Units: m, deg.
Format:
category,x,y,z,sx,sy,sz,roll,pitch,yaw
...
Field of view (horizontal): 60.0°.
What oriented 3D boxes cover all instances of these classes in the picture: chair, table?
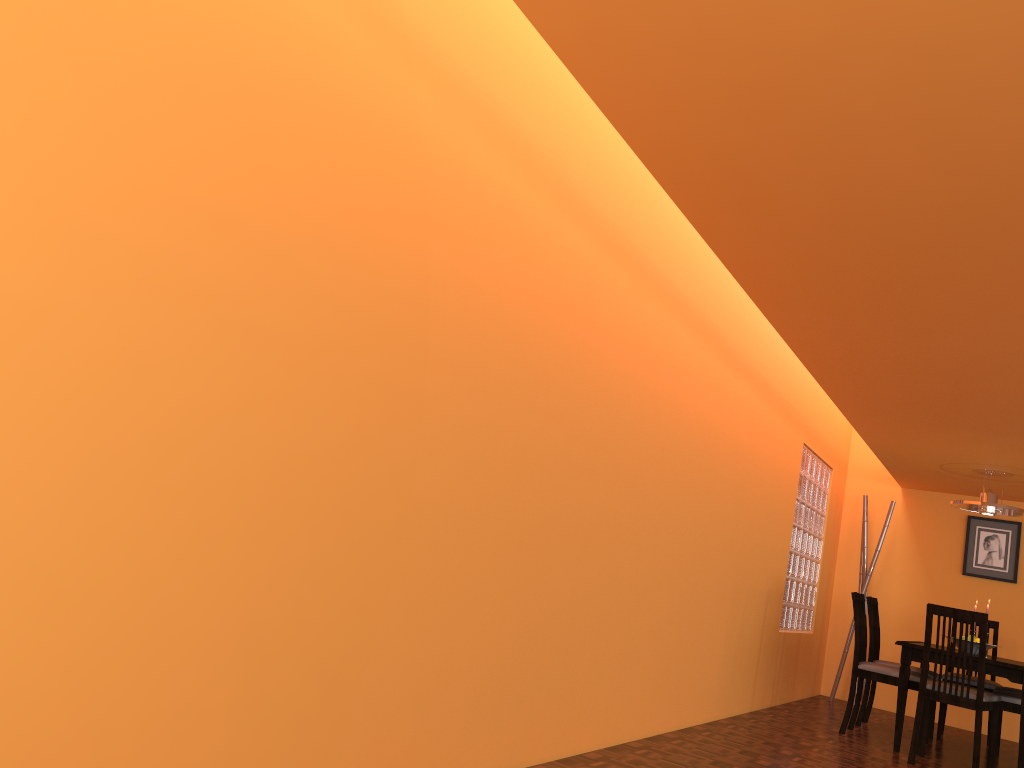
category,x,y,z,sx,sy,sz,roll,pitch,yaw
chair,3.014,1.939,5.810,0.373,0.809,0.465,6,-11,26
chair,3.116,1.856,5.245,0.465,0.809,0.373,5,-12,31
chair,2.296,1.579,4.587,0.373,0.809,0.465,3,-13,36
chair,2.462,1.802,5.641,0.465,0.809,0.373,5,-12,31
table,2.651,1.867,5.160,0.697,0.584,1.259,5,-12,31
chair,2.836,1.714,4.761,0.465,0.809,0.373,5,-12,31
chair,2.182,1.660,5.157,0.465,0.809,0.373,5,-12,31

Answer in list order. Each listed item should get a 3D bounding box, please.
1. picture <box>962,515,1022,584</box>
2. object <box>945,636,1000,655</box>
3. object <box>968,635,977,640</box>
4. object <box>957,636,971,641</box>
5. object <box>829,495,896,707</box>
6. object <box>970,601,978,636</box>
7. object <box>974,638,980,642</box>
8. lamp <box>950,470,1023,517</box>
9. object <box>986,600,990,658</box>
category,x,y,z,sx,sy,sz,roll,pitch,yaw
picture,3.612,1.241,6.675,0.361,0.456,0.014,5,-12,31
object,2.681,1.539,5.190,0.337,0.072,0.337,11,-10,-2
object,2.720,1.523,5.258,0.069,0.066,0.069,2,-13,41
object,2.644,1.516,5.185,0.089,0.076,0.087,3,-13,37
object,2.693,1.655,6.787,0.226,1.589,0.308,18,-13,-36
object,2.838,1.485,5.449,0.044,0.326,0.044,7,-11,20
object,2.681,1.488,5.102,0.046,0.046,0.055,8,-10,14
lamp,3.046,0.695,5.655,0.435,0.274,0.435,18,-12,-36
object,2.647,1.358,4.951,0.044,0.326,0.044,7,-11,20
